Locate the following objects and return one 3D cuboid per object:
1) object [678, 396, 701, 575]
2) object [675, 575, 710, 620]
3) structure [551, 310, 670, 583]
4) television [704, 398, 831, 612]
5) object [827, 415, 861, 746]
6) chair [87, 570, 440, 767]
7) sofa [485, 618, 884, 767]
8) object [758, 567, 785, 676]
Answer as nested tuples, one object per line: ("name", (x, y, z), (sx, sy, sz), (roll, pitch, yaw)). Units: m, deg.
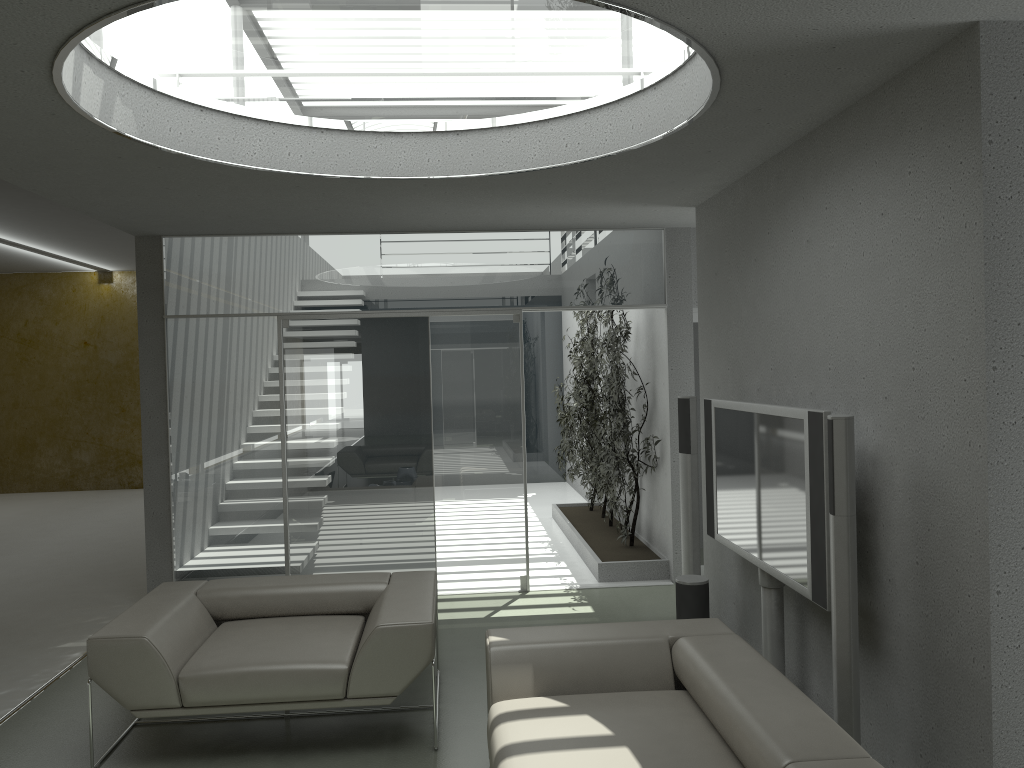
("object", (1.084, 0.809, 5.371), (0.310, 1.469, 0.310), (-1, 1, 23))
("object", (1.013, 1.322, 4.984), (0.175, 0.461, 0.185), (-2, 1, -10))
("structure", (0.759, 0.204, 8.437), (0.646, 2.589, 3.371), (-2, 1, -5))
("television", (1.214, 0.481, 4.225), (0.127, 0.781, 1.603), (-2, 1, -4))
("object", (1.178, 0.845, 3.134), (0.310, 1.469, 0.310), (-2, 1, -27))
("chair", (-1.104, 1.331, 4.317), (1.481, 0.583, 1.039), (-2, 1, -4))
("sofa", (0.491, 1.319, 2.402), (1.037, 0.585, 2.791), (-2, 1, -4))
("object", (1.180, 1.217, 4.234), (0.323, 0.689, 0.882), (-2, 1, -4))
